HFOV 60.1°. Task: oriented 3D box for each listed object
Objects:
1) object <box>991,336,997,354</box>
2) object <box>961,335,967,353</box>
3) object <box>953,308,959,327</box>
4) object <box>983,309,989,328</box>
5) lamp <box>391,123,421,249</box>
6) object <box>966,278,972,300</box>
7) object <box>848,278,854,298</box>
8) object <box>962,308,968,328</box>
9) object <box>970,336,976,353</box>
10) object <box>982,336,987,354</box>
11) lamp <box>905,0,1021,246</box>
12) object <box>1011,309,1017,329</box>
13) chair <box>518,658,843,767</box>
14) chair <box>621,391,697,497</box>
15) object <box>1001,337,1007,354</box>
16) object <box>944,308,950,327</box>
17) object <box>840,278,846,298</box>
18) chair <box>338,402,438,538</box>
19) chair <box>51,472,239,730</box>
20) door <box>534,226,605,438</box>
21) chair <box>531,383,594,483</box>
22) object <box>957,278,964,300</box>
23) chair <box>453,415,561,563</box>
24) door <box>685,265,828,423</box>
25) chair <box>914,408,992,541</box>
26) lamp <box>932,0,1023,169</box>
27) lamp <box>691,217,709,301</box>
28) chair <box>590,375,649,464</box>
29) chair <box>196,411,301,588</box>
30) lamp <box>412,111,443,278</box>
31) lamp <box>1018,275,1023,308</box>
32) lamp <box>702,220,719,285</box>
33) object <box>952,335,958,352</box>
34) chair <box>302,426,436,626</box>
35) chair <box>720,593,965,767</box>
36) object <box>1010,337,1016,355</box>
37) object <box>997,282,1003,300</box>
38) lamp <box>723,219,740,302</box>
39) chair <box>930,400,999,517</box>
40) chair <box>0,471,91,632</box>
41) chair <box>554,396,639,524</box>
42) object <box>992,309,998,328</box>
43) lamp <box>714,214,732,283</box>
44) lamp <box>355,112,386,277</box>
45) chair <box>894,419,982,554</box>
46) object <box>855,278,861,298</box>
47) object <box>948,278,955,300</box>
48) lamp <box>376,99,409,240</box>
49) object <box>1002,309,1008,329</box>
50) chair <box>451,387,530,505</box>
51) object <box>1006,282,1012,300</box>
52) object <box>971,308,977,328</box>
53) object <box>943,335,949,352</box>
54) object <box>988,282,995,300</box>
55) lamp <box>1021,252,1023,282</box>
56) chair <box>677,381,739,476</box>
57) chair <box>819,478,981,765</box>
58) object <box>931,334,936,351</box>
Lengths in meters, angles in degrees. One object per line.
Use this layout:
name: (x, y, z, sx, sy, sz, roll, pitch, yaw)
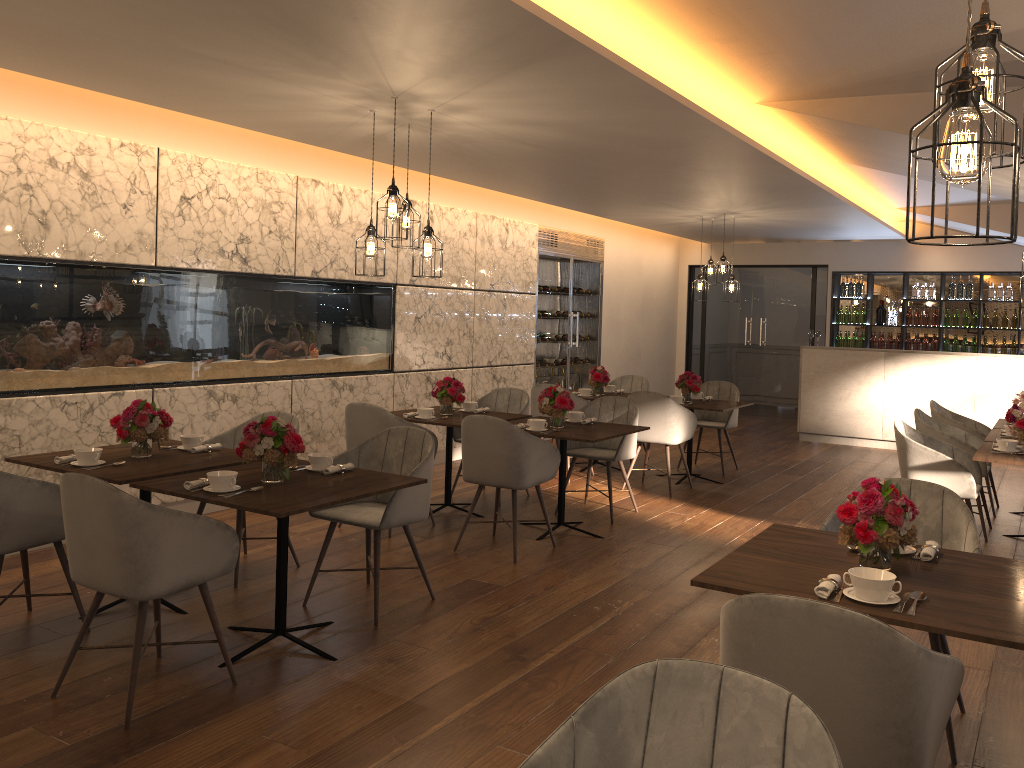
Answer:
object: (6.363, -0.501, 11.684, 0.065, 0.261, 0.066, 2, 1, 10)
object: (6.061, -0.525, 11.870, 0.065, 0.261, 0.066, 2, 1, 10)
object: (5.978, -0.895, 11.920, 0.065, 0.263, 0.066, 2, 1, 10)
object: (6.280, -0.871, 11.734, 0.065, 0.261, 0.066, 2, 1, 10)
lamp: (-0.632, -1.884, 5.499, 0.175, 2.068, 0.175, 3, 1, 33)
object: (6.097, -1.278, 11.809, 0.075, 0.310, 0.075, 3, 2, 42)
object: (4.821, -1.378, 12.598, 0.075, 0.310, 0.075, 1, 1, -15)
object: (6.072, -0.888, 11.862, 0.065, 0.263, 0.066, 2, 1, 10)
object: (6.155, -0.518, 11.812, 0.065, 0.261, 0.066, 2, 1, 10)
object: (6.269, -0.509, 11.742, 0.065, 0.261, 0.066, 2, 1, 10)
lamp: (0.838, -1.288, 1.572, 0.175, 2.068, 0.175, 3, 1, 33)
object: (6.561, -0.848, 11.560, 0.065, 0.261, 0.066, 2, 1, 10)
chair: (0.228, 0.946, 1.355, 0.565, 0.871, 0.526, 3, 2, 32)
chair: (1.259, 0.483, 7.659, 0.565, 0.871, 0.526, 3, 2, 32)
object: (6.457, -0.494, 11.625, 0.065, 0.261, 0.066, 2, 1, 10)
object: (5.884, -0.902, 11.978, 0.065, 0.261, 0.066, 2, 1, 10)
object: (4.732, -1.385, 12.653, 0.075, 0.310, 0.075, 1, 2, -33)
chair: (-0.859, 0.544, 6.055, 0.565, 0.871, 0.526, 3, 2, 32)
chair: (-1.399, 0.739, 3.358, 0.565, 0.871, 0.526, 3, 2, 32)
door: (0.716, -0.620, 10.836, 0.134, 2.466, 1.858, 2, 2, 32)
chair: (0.443, 0.419, 8.163, 0.565, 0.871, 0.526, 3, 2, 32)
object: (6.009, -1.285, 11.864, 0.075, 0.310, 0.075, 3, 2, 42)
chair: (-0.044, 0.609, 5.551, 0.565, 0.871, 0.526, 3, 2, 32)
door: (3.686, -0.624, 13.390, 2.109, 2.331, 0.273, 3, 2, 32)
chair: (3.222, 0.634, 6.484, 0.527, 0.871, 0.565, 3, 2, 32)
lamp: (1.016, -1.498, 1.847, 0.175, 2.068, 0.175, 3, 1, 33)
lamp: (2.163, -1.979, 10.033, 0.175, 2.068, 0.175, 3, 1, 33)
chair: (1.154, 0.352, 9.285, 0.565, 0.871, 0.526, 3, 2, 32)
chair: (-1.504, 0.609, 4.984, 0.565, 0.871, 0.526, 3, 2, 32)
lamp: (-0.467, -1.658, 5.160, 0.175, 2.068, 0.175, 3, 1, 33)
lamp: (3.599, -1.555, 6.039, 0.175, 2.068, 0.175, 3, 1, 33)
lamp: (2.342, -2.189, 10.309, 0.175, 2.068, 0.175, 3, 1, 33)
object: (5.967, -0.532, 11.928, 0.065, 0.261, 0.066, 2, 1, 10)
chair: (-0.688, 0.673, 4.480, 0.565, 0.871, 0.526, 3, 2, 32)
chair: (0.778, 0.897, 2.186, 0.565, 0.871, 0.526, 3, 2, 32)
object: (6.550, -0.486, 11.567, 0.065, 0.261, 0.066, 2, 1, 10)
object: (6.407, -1.215, 11.619, 0.070, 0.235, 0.041, 3, 2, 31)
lamp: (2.506, -1.964, 9.970, 0.175, 2.068, 0.175, 3, 1, 33)
chair: (3.715, 0.587, 7.283, 0.527, 0.871, 0.565, 3, 2, 32)
chair: (-2.215, 0.675, 3.862, 0.565, 0.871, 0.526, 3, 2, 32)
chair: (0.667, 0.542, 6.673, 0.565, 0.871, 0.526, 3, 2, 32)
object: (6.374, -0.863, 11.676, 0.065, 0.261, 0.066, 2, 1, 10)
lamp: (2.339, -2.140, 9.687, 0.175, 2.068, 0.175, 3, 1, 33)
lamp: (-0.810, -1.674, 5.223, 0.175, 2.068, 0.175, 3, 1, 33)
chair: (2.728, 0.682, 5.685, 0.527, 0.871, 0.565, 3, 2, 32)
object: (4.910, -1.371, 12.543, 0.075, 0.310, 0.075, 1, 1, -12)
object: (5.920, -1.292, 11.919, 0.075, 0.310, 0.075, 1, 1, -26)
lamp: (-0.634, -1.835, 4.877, 0.175, 2.068, 0.175, 3, 1, 33)
object: (6.468, -0.856, 11.618, 0.065, 0.261, 0.066, 2, 1, 10)
chair: (-0.148, 0.478, 7.177, 0.565, 0.871, 0.526, 3, 2, 32)
object: (6.492, -1.209, 11.566, 0.070, 0.235, 0.041, 3, 2, 31)
object: (6.166, -0.881, 11.804, 0.065, 0.263, 0.066, 2, 1, 10)
object: (5.873, -0.540, 11.986, 0.065, 0.261, 0.066, 2, 1, 10)
object: (6.321, -1.222, 11.672, 0.070, 0.235, 0.041, 3, 2, 31)
lamp: (3.777, -1.765, 6.315, 0.175, 2.068, 0.175, 3, 1, 33)
chair: (1.970, 0.417, 8.781, 0.565, 0.871, 0.526, 3, 2, 32)
chair: (1.450, 0.828, 3.332, 0.565, 0.871, 0.526, 3, 2, 32)
object: (5.745, -0.550, 12.065, 0.065, 0.261, 0.066, 2, 1, 10)
